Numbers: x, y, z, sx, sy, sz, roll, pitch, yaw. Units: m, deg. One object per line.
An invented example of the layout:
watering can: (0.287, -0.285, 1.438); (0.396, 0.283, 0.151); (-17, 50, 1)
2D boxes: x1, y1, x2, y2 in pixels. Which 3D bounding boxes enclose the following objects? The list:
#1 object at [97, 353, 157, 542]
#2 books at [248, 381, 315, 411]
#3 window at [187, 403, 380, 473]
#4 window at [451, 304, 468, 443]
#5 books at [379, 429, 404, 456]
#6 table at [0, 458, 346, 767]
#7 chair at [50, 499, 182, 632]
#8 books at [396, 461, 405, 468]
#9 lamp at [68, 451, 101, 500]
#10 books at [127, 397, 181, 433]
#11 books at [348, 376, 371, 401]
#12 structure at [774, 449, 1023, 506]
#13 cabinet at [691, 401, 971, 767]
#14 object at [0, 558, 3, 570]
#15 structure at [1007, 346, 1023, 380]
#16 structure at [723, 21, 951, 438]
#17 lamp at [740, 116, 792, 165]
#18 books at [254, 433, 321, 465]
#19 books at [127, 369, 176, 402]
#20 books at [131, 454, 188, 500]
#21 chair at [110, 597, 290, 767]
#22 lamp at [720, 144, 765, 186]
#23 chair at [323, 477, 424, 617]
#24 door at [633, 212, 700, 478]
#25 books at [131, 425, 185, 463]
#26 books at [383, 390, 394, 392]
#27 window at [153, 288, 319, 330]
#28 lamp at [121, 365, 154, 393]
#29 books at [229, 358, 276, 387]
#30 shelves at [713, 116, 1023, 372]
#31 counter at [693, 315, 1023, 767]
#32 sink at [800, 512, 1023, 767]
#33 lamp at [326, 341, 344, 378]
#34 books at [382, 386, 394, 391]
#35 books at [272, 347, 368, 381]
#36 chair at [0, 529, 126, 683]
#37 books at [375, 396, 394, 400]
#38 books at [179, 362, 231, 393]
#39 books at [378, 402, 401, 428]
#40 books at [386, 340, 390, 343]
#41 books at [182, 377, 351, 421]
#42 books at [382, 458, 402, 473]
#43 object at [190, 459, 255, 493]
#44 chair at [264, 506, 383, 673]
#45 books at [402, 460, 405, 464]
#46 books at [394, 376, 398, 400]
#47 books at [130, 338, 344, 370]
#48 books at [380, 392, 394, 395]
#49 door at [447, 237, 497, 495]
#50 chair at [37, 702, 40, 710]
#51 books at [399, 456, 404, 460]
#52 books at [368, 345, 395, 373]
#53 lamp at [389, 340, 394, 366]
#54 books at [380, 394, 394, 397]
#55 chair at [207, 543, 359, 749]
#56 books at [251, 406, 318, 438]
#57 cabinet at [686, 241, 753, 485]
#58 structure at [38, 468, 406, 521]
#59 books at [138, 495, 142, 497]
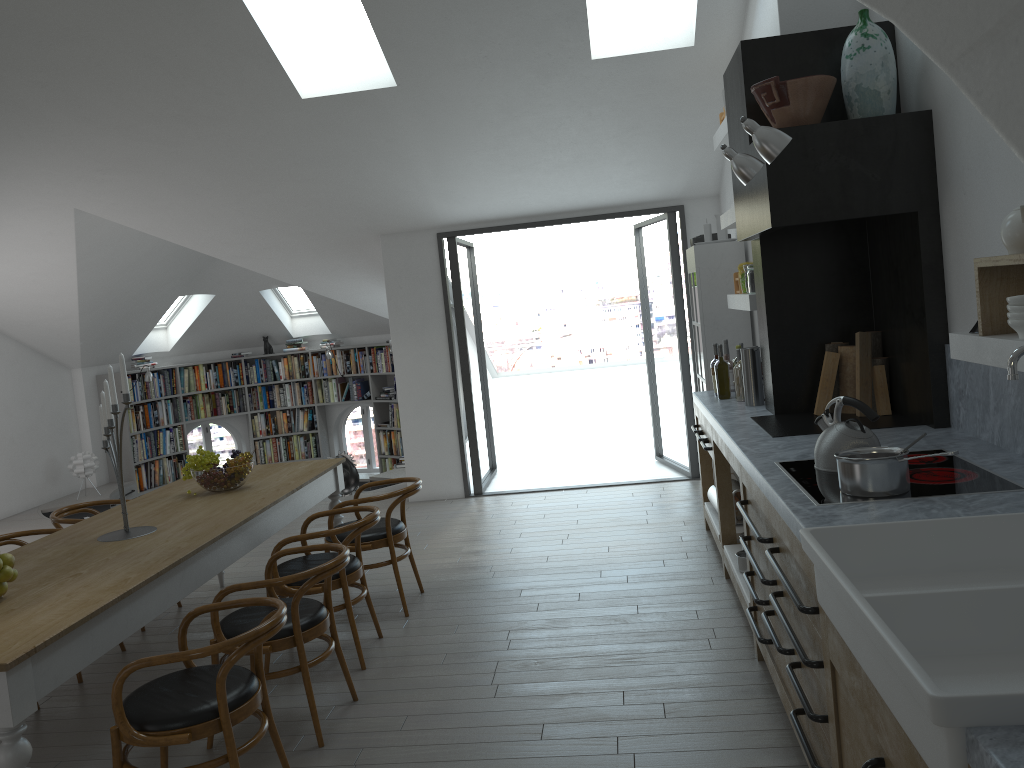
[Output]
object: (-1.859, 0.290, 4.144); (0.266, 0.873, 0.775); (-7, 4, -19)
books: (-3.285, 0.152, 12.761); (1.028, 0.358, 0.301); (-7, 4, -7)
window: (-3.226, 0.903, 12.855); (3.232, 1.149, 0.618); (-7, 4, -7)
window: (-0.605, -0.103, 9.271); (0.104, 1.468, 1.474); (-6, 4, 7)
books: (-1.485, 0.790, 12.112); (0.272, 0.350, 0.871); (-9, 6, -41)
table: (-1.765, 1.101, 4.360); (1.018, 0.797, 3.357); (-5, 5, 7)
chair: (-2.483, 1.110, 5.498); (0.621, 0.733, 0.528); (-5, 4, 10)
books: (-1.112, 0.897, 10.191); (0.365, 0.042, 0.389); (-5, 5, 7)
lamp: (-4.924, 1.047, 10.219); (0.305, 0.524, 0.306); (-6, 4, -4)
books: (-4.789, 0.411, 11.611); (0.303, 0.347, 1.091); (-4, 5, 22)
books: (-2.065, 0.053, 12.482); (0.398, 0.340, 0.225); (-4, 4, 27)
structure: (1.329, 0.339, 3.140); (0.647, 0.041, 0.739); (-5, 5, 7)
cabinet: (1.412, 0.904, 2.988); (1.003, 1.020, 6.444); (-5, 5, 7)
object: (-1.902, 0.664, 3.248); (0.062, 0.059, 0.062); (-5, 4, 8)
structure: (1.356, 0.162, 2.013); (0.333, 0.529, 0.214); (-7, 4, -13)
structure: (1.541, -0.762, 4.418); (0.780, 1.881, 1.078); (-5, 4, 7)
lamp: (0.885, -0.850, 3.073); (0.169, 0.176, 0.112); (-6, 4, -1)
books: (-3.187, 0.913, 12.767); (1.032, 0.357, 0.293); (-7, 4, -8)
books: (-4.824, 0.028, 11.567); (0.300, 0.360, 1.035); (-4, 5, 23)
books: (-4.756, 1.365, 11.379); (0.390, 0.694, 1.645); (-5, 5, 17)
chair: (-1.057, 1.176, 3.088); (0.621, 0.733, 0.528); (-6, 4, 3)
lamp: (0.954, -0.904, 3.646); (0.164, 0.178, 0.116); (-4, 4, 25)
chair: (-0.802, 0.959, 5.244); (0.621, 0.733, 0.528); (-5, 4, 7)
door: (1.431, -0.373, 8.301); (0.080, 2.343, 1.053); (-6, 4, -8)
books: (-4.721, 0.786, 11.592); (0.260, 0.358, 1.022); (-4, 5, 24)
books: (-1.639, 0.082, 12.245); (0.214, 0.036, 0.226); (-9, 6, -33)
window: (-3.039, -1.235, 11.822); (4.053, 0.712, 1.937); (-5, 5, 7)
lamp: (-4.687, -0.068, 11.087); (0.414, 0.311, 0.117); (-6, 4, 4)
books: (-3.724, -0.173, 12.639); (0.683, 0.345, 0.265); (-7, 4, -16)
shelves: (1.535, -0.771, 3.295); (0.480, 1.359, 5.562); (-6, 5, 1)
counter: (1.341, 0.096, 2.864); (0.961, 0.618, 6.591); (-5, 5, 7)
sink: (1.086, 0.508, 1.859); (0.727, 0.201, 1.023); (-5, 5, 7)
lamp: (-2.475, -0.322, 12.342); (0.113, 0.565, 0.358); (-5, 4, 14)
books: (-1.642, 0.050, 12.243); (0.269, 0.031, 0.286); (-7, 5, -13)
books: (-2.657, -0.294, 12.635); (1.565, 0.366, 0.395); (-5, 4, 12)
chair: (-2.525, 1.179, 4.772); (0.621, 0.733, 0.528); (-5, 4, 7)
books: (-1.629, 0.176, 12.250); (0.366, 0.042, 0.388); (-11, 7, -43)
books: (-4.308, -0.093, 12.293); (0.794, 0.372, 0.269); (-10, 6, -39)
books: (-1.477, 0.412, 12.018); (0.252, 0.351, 0.973); (-9, 6, -40)
books: (-1.483, -0.585, 11.953); (0.317, 0.036, 0.336); (-9, 6, -30)
books: (-3.455, 0.195, 12.548); (2.530, 0.370, 0.591); (-7, 5, -12)
books: (-1.310, 1.160, 11.882); (0.360, 0.310, 1.497); (-9, 6, -31)
object: (-1.664, 0.543, 5.126); (0.360, 0.159, 0.360); (-7, 5, -13)
chair: (-0.943, 1.036, 4.532); (0.621, 0.733, 0.528); (-6, 4, 4)
books: (-1.116, 0.861, 10.189); (0.286, 0.034, 0.305); (-6, 5, -3)
books: (-1.369, 0.031, 11.864); (0.256, 0.350, 0.553); (-9, 5, -37)
books: (-3.790, -0.451, 12.335); (2.818, 0.173, 0.748); (-8, 5, -23)
books: (-1.636, 0.113, 12.246); (0.270, 0.031, 0.286); (-9, 6, -33)
door: (-0.368, -0.208, 8.542); (0.080, 2.343, 1.053); (-6, 4, 7)
chair: (-2.622, 1.253, 4.053); (0.621, 0.733, 0.528); (-6, 4, 2)
books: (-1.119, 0.829, 10.187); (0.269, 0.031, 0.286); (-4, 5, 17)
books: (-1.590, -0.352, 12.033); (0.306, 0.367, 0.969); (-9, 6, -39)
lamp: (-1.379, -0.304, 11.083); (0.275, 0.524, 0.112); (-6, 3, -2)
books: (-1.632, 0.144, 12.248); (0.285, 0.031, 0.270); (-1, 7, 42)
chair: (-0.966, 1.103, 3.804); (0.621, 0.733, 0.528); (-5, 4, 10)
books: (-3.241, 0.531, 12.741); (0.998, 0.351, 0.298); (-7, 4, -10)
cabinet: (1.620, -0.061, 6.753); (0.361, 1.986, 0.643); (-6, 4, 7)
structure: (-2.933, 1.419, 10.602); (4.720, 0.692, 4.708); (-10, 6, -38)
books: (-4.653, 1.519, 11.705); (0.282, 0.319, 0.921); (-4, 5, 25)
